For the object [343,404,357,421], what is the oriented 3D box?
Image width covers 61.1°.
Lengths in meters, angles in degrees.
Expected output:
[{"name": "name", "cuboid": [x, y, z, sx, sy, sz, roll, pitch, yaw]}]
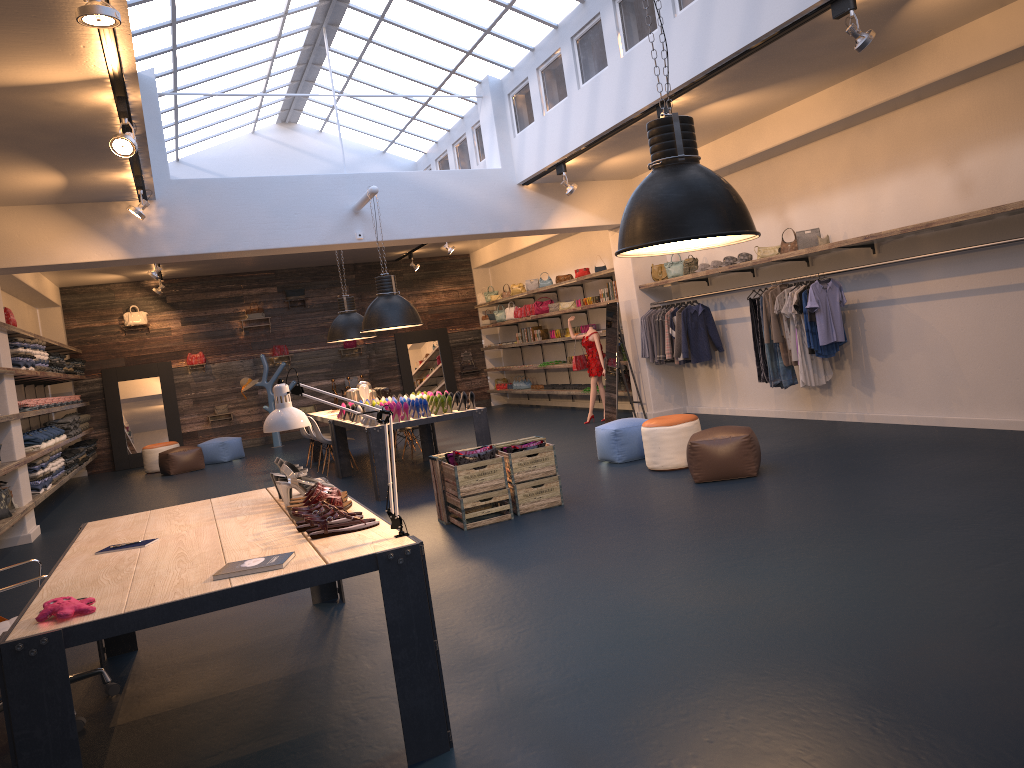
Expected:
[{"name": "object", "cuboid": [-1.912, 0.325, 10.328, 0.216, 0.195, 0.226, -8, 2, -23]}]

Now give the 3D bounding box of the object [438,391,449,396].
[{"name": "object", "cuboid": [-0.834, 0.181, 10.283, 0.217, 0.195, 0.224, -9, 2, -27]}]

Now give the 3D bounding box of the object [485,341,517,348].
[{"name": "object", "cuboid": [-0.169, -0.879, 18.967, 0.515, 0.060, 1.418, -9, 3, -21]}]

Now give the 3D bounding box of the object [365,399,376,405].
[{"name": "object", "cuboid": [-1.761, 0.287, 10.684, 0.218, 0.195, 0.223, -9, 2, -32]}]

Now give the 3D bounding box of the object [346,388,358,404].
[{"name": "object", "cuboid": [-2.086, 0.220, 11.487, 0.190, 0.335, 0.181, -8, 1, -5]}]

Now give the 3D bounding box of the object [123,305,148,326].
[{"name": "object", "cuboid": [-7.178, -1.309, 16.556, 0.462, 0.386, 0.176, -9, 1, -37]}]

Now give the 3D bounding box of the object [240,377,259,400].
[{"name": "object", "cuboid": [-5.051, 0.084, 16.762, 0.360, 0.441, 0.330, -8, 1, -27]}]

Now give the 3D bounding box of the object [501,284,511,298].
[{"name": "object", "cuboid": [-0.111, -1.942, 18.135, 0.269, 0.299, 0.112, -7, 1, 37]}]

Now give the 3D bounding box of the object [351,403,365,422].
[{"name": "object", "cuboid": [-1.727, 0.322, 9.863, 0.217, 0.195, 0.224, -9, 2, -28]}]

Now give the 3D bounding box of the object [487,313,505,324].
[{"name": "object", "cuboid": [-0.339, -1.450, 18.966, 0.402, 0.232, 0.185, -7, 1, 13]}]

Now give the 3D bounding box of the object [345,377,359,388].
[{"name": "object", "cuboid": [-3.385, -0.033, 18.370, 0.285, 0.230, 0.076, -8, 1, -10]}]

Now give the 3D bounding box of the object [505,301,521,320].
[{"name": "object", "cuboid": [0.030, -1.531, 18.024, 0.396, 0.386, 0.206, -7, 1, 28]}]

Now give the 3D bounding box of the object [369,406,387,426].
[{"name": "object", "cuboid": [-1.364, 0.322, 8.856, 0.213, 0.195, 0.229, -8, 2, -18]}]

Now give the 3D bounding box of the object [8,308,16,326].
[{"name": "object", "cuboid": [-5.767, -0.731, 9.710, 0.340, 0.245, 0.133, -9, 1, -24]}]

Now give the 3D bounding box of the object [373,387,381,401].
[{"name": "object", "cuboid": [-1.827, 0.187, 11.966, 0.165, 0.285, 0.143, -8, 1, -25]}]

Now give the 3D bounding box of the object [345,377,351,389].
[{"name": "object", "cuboid": [-2.465, 0.124, 13.127, 0.132, 0.468, 0.147, -8, 1, 20]}]

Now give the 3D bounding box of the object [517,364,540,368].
[{"name": "object", "cuboid": [0.360, -0.370, 17.530, 0.380, 0.029, 0.826, -9, 3, -22]}]

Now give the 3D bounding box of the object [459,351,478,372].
[{"name": "object", "cuboid": [-0.999, -0.527, 19.612, 0.384, 0.460, 0.218, -8, 1, -25]}]

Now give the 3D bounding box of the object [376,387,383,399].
[{"name": "object", "cuboid": [-1.743, 0.186, 11.746, 0.165, 0.285, 0.143, -8, 1, -25]}]

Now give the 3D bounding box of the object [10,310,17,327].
[{"name": "object", "cuboid": [-5.798, -0.731, 9.802, 0.344, 0.245, 0.131, -9, 1, -31]}]

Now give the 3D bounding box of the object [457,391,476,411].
[{"name": "object", "cuboid": [-0.489, 0.181, 9.303, 0.216, 0.195, 0.226, -8, 2, -23]}]

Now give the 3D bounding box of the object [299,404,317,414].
[{"name": "object", "cuboid": [-4.191, 0.529, 17.884, 0.211, 0.174, 0.397, -6, 3, 44]}]

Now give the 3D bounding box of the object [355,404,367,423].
[{"name": "object", "cuboid": [-1.645, 0.323, 9.620, 0.212, 0.195, 0.230, -8, 2, -15]}]

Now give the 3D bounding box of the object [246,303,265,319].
[{"name": "object", "cuboid": [-5.200, -1.481, 17.556, 0.369, 0.335, 0.157, -8, 1, -15]}]

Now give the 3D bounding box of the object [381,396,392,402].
[{"name": "object", "cuboid": [-1.570, 0.256, 10.782, 0.216, 0.195, 0.226, -8, 2, -23]}]

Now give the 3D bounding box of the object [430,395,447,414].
[{"name": "object", "cuboid": [-0.799, 0.217, 9.436, 0.216, 0.195, 0.226, -8, 2, -23]}]

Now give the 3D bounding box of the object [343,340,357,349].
[{"name": "object", "cuboid": [-3.440, -0.876, 18.405, 0.266, 0.243, 0.202, -9, 2, -28]}]

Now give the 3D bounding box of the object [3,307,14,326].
[{"name": "object", "cuboid": [-5.734, -0.731, 9.625, 0.342, 0.245, 0.132, -9, 1, -27]}]

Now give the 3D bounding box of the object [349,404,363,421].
[{"name": "object", "cuboid": [-1.798, 0.320, 10.112, 0.212, 0.195, 0.230, -8, 2, -15]}]

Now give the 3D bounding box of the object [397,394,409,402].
[{"name": "object", "cuboid": [-1.376, 0.225, 10.883, 0.217, 0.195, 0.225, -9, 2, -26]}]

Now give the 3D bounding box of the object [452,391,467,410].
[{"name": "object", "cuboid": [-0.585, 0.183, 9.548, 0.216, 0.195, 0.226, -8, 2, -23]}]

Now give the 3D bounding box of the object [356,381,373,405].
[{"name": "object", "cuboid": [-1.911, 0.166, 11.299, 0.219, 0.412, 0.185, -8, 1, -35]}]

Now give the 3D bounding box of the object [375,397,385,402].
[{"name": "object", "cuboid": [-1.671, 0.259, 11.016, 0.213, 0.195, 0.229, -8, 2, -17]}]

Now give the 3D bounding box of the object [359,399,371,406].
[{"name": "object", "cuboid": [-1.867, 0.289, 10.929, 0.216, 0.195, 0.226, -8, 2, -23]}]

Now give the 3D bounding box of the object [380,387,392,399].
[{"name": "object", "cuboid": [-1.658, 0.185, 11.520, 0.165, 0.285, 0.143, -8, 1, -25]}]

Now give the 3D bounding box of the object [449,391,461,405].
[{"name": "object", "cuboid": [-0.664, 0.181, 9.801, 0.216, 0.195, 0.226, -8, 2, -23]}]

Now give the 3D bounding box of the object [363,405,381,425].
[{"name": "object", "cuboid": [-1.459, 0.323, 9.106, 0.218, 0.195, 0.223, -9, 2, -32]}]

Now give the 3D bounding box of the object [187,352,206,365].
[{"name": "object", "cuboid": [-6.189, -0.500, 17.006, 0.354, 0.254, 0.131, -8, 1, -15]}]

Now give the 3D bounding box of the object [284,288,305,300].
[{"name": "object", "cuboid": [-4.473, -1.855, 17.936, 0.451, 0.232, 0.164, -9, 2, -32]}]

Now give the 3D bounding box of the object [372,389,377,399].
[{"name": "object", "cuboid": [-1.874, 0.213, 11.500, 0.189, 0.289, 0.159, -9, 1, -35]}]

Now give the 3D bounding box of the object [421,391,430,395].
[{"name": "object", "cuboid": [-1.078, 0.191, 10.753, 0.216, 0.195, 0.226, -8, 2, -23]}]

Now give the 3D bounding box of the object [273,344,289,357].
[{"name": "object", "cuboid": [-4.719, -0.687, 17.730, 0.347, 0.254, 0.127, -9, 1, -37]}]

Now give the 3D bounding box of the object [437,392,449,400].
[{"name": "object", "cuboid": [-0.803, 0.189, 10.031, 0.212, 0.195, 0.230, -8, 2, -15]}]

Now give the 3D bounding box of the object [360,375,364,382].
[{"name": "object", "cuboid": [-2.253, 0.090, 13.238, 0.128, 0.468, 0.151, -7, 1, 43]}]

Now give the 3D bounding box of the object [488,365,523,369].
[{"name": "object", "cuboid": [-0.127, -0.364, 18.814, 0.377, 0.024, 1.748, -9, 3, -21]}]

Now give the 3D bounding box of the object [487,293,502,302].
[{"name": "object", "cuboid": [-0.377, -1.872, 18.840, 0.339, 0.174, 0.247, -7, 2, 29]}]

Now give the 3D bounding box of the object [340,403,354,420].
[{"name": "object", "cuboid": [-1.996, 0.324, 10.574, 0.216, 0.195, 0.232, -8, 2, -12]}]

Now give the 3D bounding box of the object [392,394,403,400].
[{"name": "object", "cuboid": [-1.482, 0.227, 11.135, 0.216, 0.195, 0.226, -8, 2, -23]}]

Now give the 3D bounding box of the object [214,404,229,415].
[{"name": "object", "cuboid": [-5.737, 0.503, 17.145, 0.095, 0.175, 0.293, -7, 2, 44]}]

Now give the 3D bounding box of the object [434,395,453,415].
[{"name": "object", "cuboid": [-0.725, 0.219, 9.189, 0.218, 0.195, 0.223, -9, 2, -30]}]

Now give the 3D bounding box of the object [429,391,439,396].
[{"name": "object", "cuboid": [-0.940, 0.183, 10.527, 0.213, 0.195, 0.229, -8, 2, -16]}]

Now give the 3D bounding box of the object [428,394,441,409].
[{"name": "object", "cuboid": [-0.867, 0.215, 9.670, 0.217, 0.195, 0.224, -9, 2, -28]}]

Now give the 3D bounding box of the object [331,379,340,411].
[{"name": "object", "cuboid": [-2.664, 0.156, 13.028, 0.146, 0.468, 0.133, -8, 1, -12]}]

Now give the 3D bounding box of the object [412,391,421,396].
[{"name": "object", "cuboid": [-1.245, 0.191, 11.217, 0.216, 0.195, 0.226, -8, 2, -23]}]

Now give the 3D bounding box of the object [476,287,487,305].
[{"name": "object", "cuboid": [-0.590, -1.990, 19.554, 0.430, 0.386, 0.190, -8, 1, -3]}]

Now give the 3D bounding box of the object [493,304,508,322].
[{"name": "object", "cuboid": [-0.220, -1.511, 18.472, 0.350, 0.367, 0.185, -7, 1, 18]}]

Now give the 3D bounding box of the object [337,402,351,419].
[{"name": "object", "cuboid": [-2.075, 0.323, 10.816, 0.218, 0.195, 0.223, -9, 2, -29]}]

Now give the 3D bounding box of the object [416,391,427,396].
[{"name": "object", "cuboid": [-1.152, 0.190, 10.982, 0.216, 0.195, 0.226, -8, 2, -23]}]

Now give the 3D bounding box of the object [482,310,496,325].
[{"name": "object", "cuboid": [-0.532, -1.499, 19.438, 0.335, 0.335, 0.173, -7, 1, 19]}]
